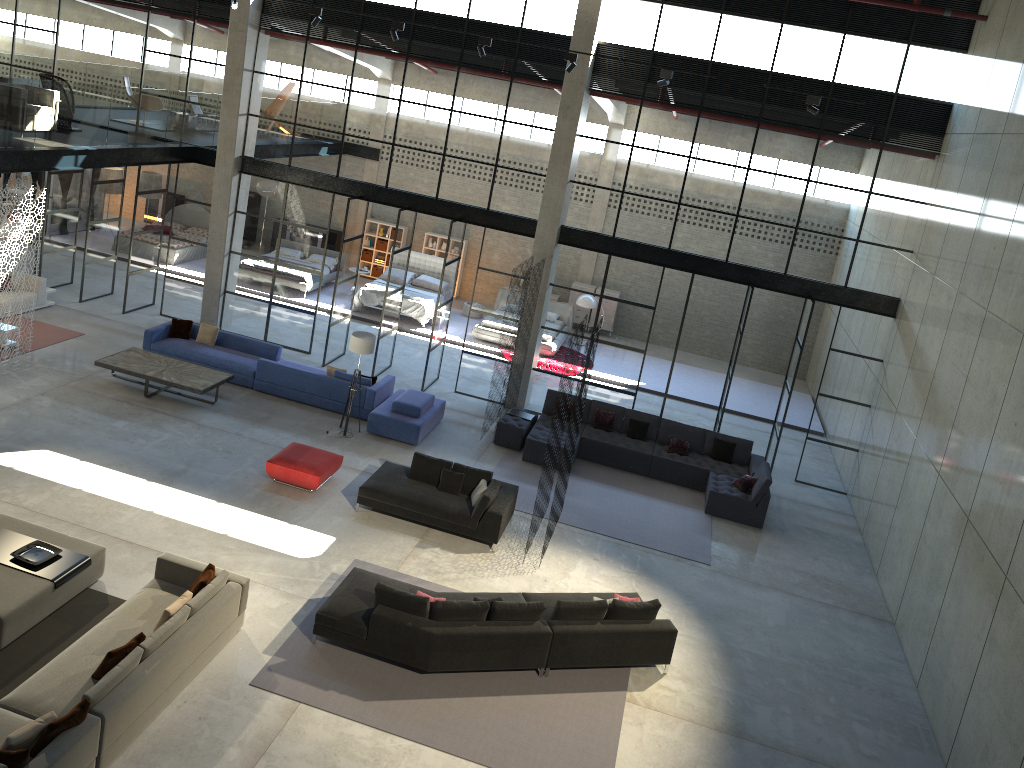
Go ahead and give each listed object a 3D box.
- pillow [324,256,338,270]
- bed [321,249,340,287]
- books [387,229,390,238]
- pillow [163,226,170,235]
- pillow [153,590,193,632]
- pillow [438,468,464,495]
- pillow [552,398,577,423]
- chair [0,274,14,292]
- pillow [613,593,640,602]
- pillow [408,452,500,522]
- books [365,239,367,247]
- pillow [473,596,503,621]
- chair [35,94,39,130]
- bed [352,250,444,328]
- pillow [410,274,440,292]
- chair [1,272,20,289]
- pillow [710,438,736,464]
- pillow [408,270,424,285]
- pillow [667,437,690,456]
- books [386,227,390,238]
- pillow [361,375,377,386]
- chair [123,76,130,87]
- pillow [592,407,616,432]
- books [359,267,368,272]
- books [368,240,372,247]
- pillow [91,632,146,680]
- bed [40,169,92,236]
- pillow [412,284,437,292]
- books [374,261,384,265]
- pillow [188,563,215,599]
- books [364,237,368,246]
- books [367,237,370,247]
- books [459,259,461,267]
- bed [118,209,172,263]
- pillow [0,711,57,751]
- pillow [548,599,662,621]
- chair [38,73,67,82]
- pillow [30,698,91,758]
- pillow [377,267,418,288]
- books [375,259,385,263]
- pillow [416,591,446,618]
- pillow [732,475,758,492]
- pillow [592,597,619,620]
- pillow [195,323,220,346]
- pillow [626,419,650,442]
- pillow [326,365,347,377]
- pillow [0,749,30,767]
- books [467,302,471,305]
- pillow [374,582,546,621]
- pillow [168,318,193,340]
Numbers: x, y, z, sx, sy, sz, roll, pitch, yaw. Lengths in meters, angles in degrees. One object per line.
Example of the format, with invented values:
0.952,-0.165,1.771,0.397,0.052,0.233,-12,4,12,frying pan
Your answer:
-5.808,-3.523,24.406,1.939,0.305,0.563,14,17,11,pillow
-5.951,-3.169,23.705,2.269,0.846,2.460,14,17,10,bed
-3.610,-4.494,26.014,0.087,0.311,0.259,13,14,9,books
-9.686,-4.241,24.058,0.873,0.207,0.654,8,18,-10,pillow
-3.334,2.277,8.604,0.208,0.371,0.412,13,15,11,pillow
-0.878,1.409,12.666,0.344,0.299,0.192,13,13,8,pillow
0.988,0.498,16.372,0.416,0.336,0.241,14,13,12,pillow
-10.300,-2.040,17.742,0.412,0.326,0.263,-5,20,-45,chair
1.320,2.591,10.326,0.336,0.280,0.257,10,14,-3,pillow
-0.732,1.418,12.670,1.624,0.407,0.746,25,21,38,pillow
-4.323,-4.215,26.192,0.031,0.210,0.179,13,14,9,books
-0.292,2.483,9.691,0.353,0.311,0.204,5,14,-20,pillow
-8.703,-4.861,15.564,0.809,0.810,1.008,13,15,10,chair
-2.749,-2.555,22.866,2.230,1.380,2.379,14,16,9,bed
-2.138,-2.680,23.364,0.986,0.284,0.709,15,17,13,pillow
-10.276,-2.102,17.943,0.381,0.328,0.261,-4,20,-44,chair
3.801,1.212,15.815,0.403,0.373,0.202,14,13,11,pillow
-2.897,-2.915,23.728,1.059,0.314,0.502,14,16,10,pillow
3.026,1.140,15.875,0.386,0.225,0.334,14,16,10,pillow
-3.642,-4.502,26.020,0.087,0.311,0.259,13,14,9,books
-2.670,-0.015,15.960,0.397,0.362,0.268,8,13,-10,pillow
-8.799,-6.788,21.049,0.811,1.001,0.981,21,18,37,chair
1.707,0.667,16.234,0.408,0.367,0.196,14,12,11,pillow
-4.007,-3.087,23.692,0.228,0.041,0.312,6,18,-15,books
-4.238,-4.191,26.184,0.075,0.199,0.163,13,14,10,books
-3.541,2.462,7.928,0.272,0.348,0.418,16,16,20,pillow
-13.115,-5.504,24.759,2.261,2.024,2.373,14,15,10,bed
-2.133,-2.610,23.453,0.965,0.322,0.734,14,17,11,pillow
-3.919,-3.636,26.207,0.310,0.053,0.236,14,18,10,books
-3.253,2.121,9.141,0.258,0.361,0.413,8,15,-11,pillow
-4.369,-4.249,26.198,0.019,0.254,0.179,13,13,9,books
-4.276,-4.236,26.173,0.049,0.279,0.189,13,13,9,books
-1.488,-3.529,25.624,0.020,0.280,0.259,13,14,9,books
-9.483,-4.282,24.401,2.041,1.245,2.403,14,17,10,bed
-3.809,2.767,6.844,0.268,0.346,0.407,17,16,25,pillow
1.068,2.631,10.025,1.293,0.399,0.280,5,14,-18,pillow
-9.011,-5.586,17.341,0.683,0.961,0.857,6,14,-19,chair
-3.601,2.756,7.011,0.261,0.361,0.408,14,15,13,pillow
-3.057,-2.853,23.451,1.034,0.364,0.681,15,17,14,pillow
-3.909,-3.689,26.197,0.284,0.053,0.236,14,18,10,books
-0.897,2.414,9.558,0.342,0.300,0.204,13,13,6,pillow
3.933,1.631,14.727,0.337,0.281,0.357,7,16,-15,pillow
1.048,2.591,10.175,0.340,0.292,0.229,7,14,-16,pillow
-5.874,-0.948,16.926,0.404,0.372,0.212,14,13,12,pillow
2.312,0.855,16.113,0.385,0.326,0.224,13,13,8,pillow
-3.202,-0.142,16.023,0.404,0.372,0.212,14,13,12,pillow
-3.827,2.851,6.594,0.397,0.362,0.268,8,13,-10,pillow
-1.152,-2.190,23.930,0.135,0.020,0.198,14,18,10,books
-0.574,2.483,9.528,1.885,0.409,0.449,8,15,-9,pillow
-6.407,-1.066,16.991,0.397,0.362,0.268,8,13,-10,pillow
